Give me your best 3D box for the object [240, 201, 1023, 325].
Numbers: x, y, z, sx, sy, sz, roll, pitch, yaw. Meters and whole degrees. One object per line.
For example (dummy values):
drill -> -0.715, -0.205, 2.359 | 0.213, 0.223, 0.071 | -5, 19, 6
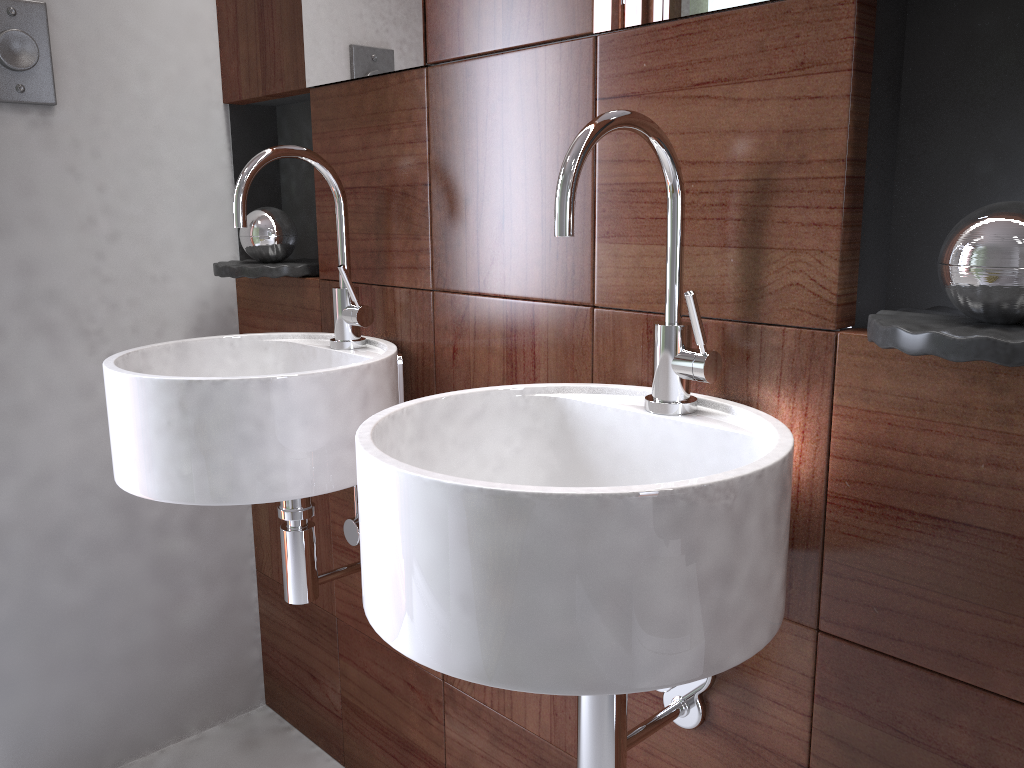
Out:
object -> -0.016, -0.187, 1.186 | 0.104, 0.104, 1.350 | -11, 16, -42

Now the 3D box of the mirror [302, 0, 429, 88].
mirror -> -0.233, -0.784, 1.306 | 0.010, 0.635, 0.316 | -11, 16, -42

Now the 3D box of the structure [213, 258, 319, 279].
structure -> -0.440, -0.217, 1.653 | 0.222, 0.023, 0.220 | 1, 12, 6

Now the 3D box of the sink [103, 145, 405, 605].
sink -> -0.377, 0.009, 1.324 | 0.417, 0.715, 0.415 | -11, 16, -42

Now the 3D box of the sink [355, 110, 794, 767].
sink -> 0.059, 0.097, 0.875 | 0.417, 0.715, 0.415 | -11, 16, -42

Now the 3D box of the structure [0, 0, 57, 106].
structure -> -0.808, -0.542, 1.444 | 0.109, 0.164, 0.028 | -11, 16, -42

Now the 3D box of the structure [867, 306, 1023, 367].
structure -> 0.425, -0.044, 0.763 | 0.220, 0.023, 0.222 | 8, 14, 36

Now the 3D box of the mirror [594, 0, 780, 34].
mirror -> 0.204, -0.696, 0.856 | 0.010, 0.635, 0.316 | -11, 16, -42
